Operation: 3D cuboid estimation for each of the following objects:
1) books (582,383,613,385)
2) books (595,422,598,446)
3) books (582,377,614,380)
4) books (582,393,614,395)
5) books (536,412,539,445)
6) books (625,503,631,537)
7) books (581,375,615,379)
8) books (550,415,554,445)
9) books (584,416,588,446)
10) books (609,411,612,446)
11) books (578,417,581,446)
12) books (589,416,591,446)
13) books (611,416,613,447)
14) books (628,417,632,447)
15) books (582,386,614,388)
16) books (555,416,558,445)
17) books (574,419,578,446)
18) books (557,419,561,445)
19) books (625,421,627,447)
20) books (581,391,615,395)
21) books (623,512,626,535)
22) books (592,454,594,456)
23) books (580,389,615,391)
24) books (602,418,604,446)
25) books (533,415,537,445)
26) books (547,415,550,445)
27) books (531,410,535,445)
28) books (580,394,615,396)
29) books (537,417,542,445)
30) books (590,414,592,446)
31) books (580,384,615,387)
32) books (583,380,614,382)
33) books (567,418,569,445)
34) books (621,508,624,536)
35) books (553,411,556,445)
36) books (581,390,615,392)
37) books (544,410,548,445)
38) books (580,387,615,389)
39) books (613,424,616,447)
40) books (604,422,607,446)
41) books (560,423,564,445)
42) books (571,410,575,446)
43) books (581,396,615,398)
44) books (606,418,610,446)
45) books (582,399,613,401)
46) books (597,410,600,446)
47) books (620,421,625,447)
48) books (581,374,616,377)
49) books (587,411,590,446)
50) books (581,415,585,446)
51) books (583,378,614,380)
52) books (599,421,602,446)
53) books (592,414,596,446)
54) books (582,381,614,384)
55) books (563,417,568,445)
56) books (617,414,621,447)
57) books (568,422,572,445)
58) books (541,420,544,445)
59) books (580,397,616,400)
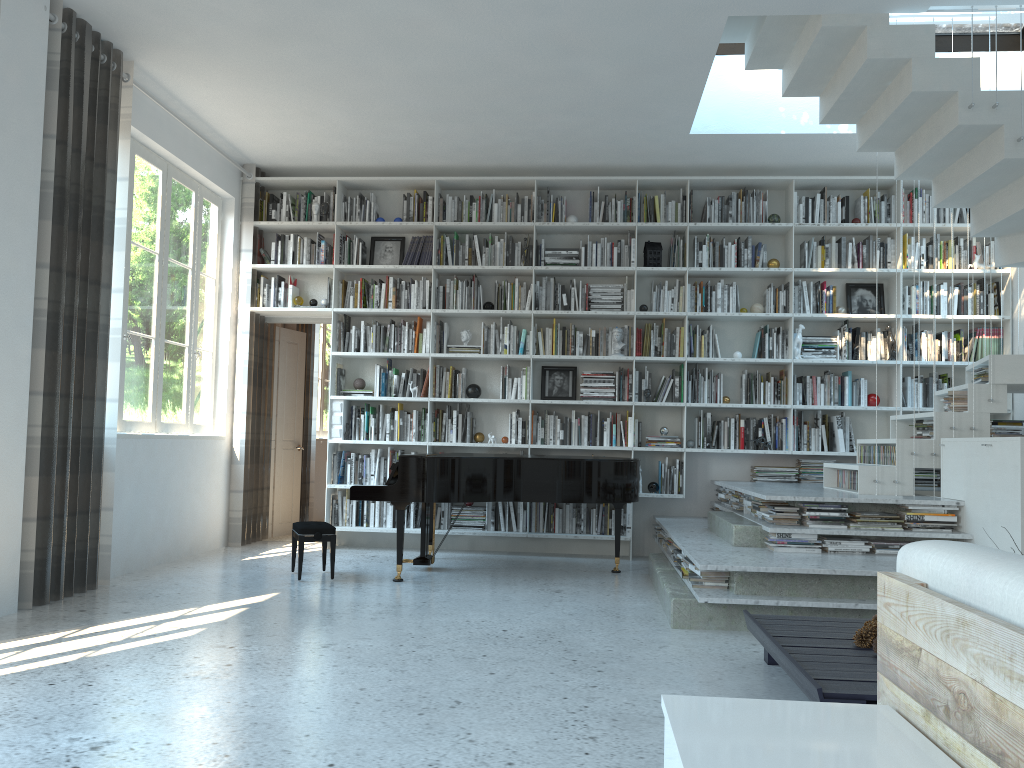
[{"bbox_3d":[0.720,0.004,7.425,0.254,0.012,0.161,1,-4,8],"label":"books"},{"bbox_3d":[0.704,0.418,7.406,0.021,0.202,0.128,1,-3,5],"label":"books"},{"bbox_3d":[0.721,-0.045,7.425,0.254,0.012,0.161,1,-4,1],"label":"books"},{"bbox_3d":[0.717,0.087,7.416,0.254,0.012,0.161,1,-4,0],"label":"books"},{"bbox_3d":[0.215,0.372,7.444,0.011,0.275,0.146,1,-3,5],"label":"books"},{"bbox_3d":[0.954,1.106,7.271,0.038,0.269,0.277,1,-3,5],"label":"books"},{"bbox_3d":[0.722,-0.057,7.430,0.285,0.012,0.159,1,-4,7],"label":"books"},{"bbox_3d":[0.335,0.389,7.428,0.027,0.245,0.179,1,-3,5],"label":"books"},{"bbox_3d":[0.617,0.394,7.400,0.026,0.245,0.191,1,-3,5],"label":"books"},{"bbox_3d":[0.819,0.374,7.396,0.014,0.293,0.137,1,-3,5],"label":"books"},{"bbox_3d":[0.565,0.398,7.416,0.031,0.237,0.159,1,-3,5],"label":"books"},{"bbox_3d":[0.651,0.392,7.415,0.011,0.251,0.158,1,-3,5],"label":"books"},{"bbox_3d":[0.833,0.394,7.402,0.014,0.256,0.145,1,-3,5],"label":"books"},{"bbox_3d":[0.978,0.399,7.361,0.033,0.246,0.176,1,-3,5],"label":"books"},{"bbox_3d":[0.719,0.028,7.419,0.254,0.012,0.161,1,-4,0],"label":"books"},{"bbox_3d":[0.373,0.391,7.440,0.021,0.244,0.141,1,-3,5],"label":"books"},{"bbox_3d":[0.539,0.406,7.425,0.025,0.220,0.140,1,-3,5],"label":"books"},{"bbox_3d":[0.393,0.403,7.415,0.023,0.217,0.174,1,-3,5],"label":"books"},{"bbox_3d":[0.945,0.414,7.369,0.011,0.216,0.166,1,-3,5],"label":"books"},{"bbox_3d":[0.719,0.076,7.428,0.285,0.012,0.159,1,-4,5],"label":"books"},{"bbox_3d":[0.928,1.153,7.340,0.023,0.181,0.149,1,-3,5],"label":"books"},{"bbox_3d":[0.662,0.734,7.317,0.013,0.303,0.181,1,-3,5],"label":"books"},{"bbox_3d":[0.719,0.052,7.424,0.285,0.012,0.159,1,-4,7],"label":"books"},{"bbox_3d":[0.758,0.402,7.400,0.014,0.235,0.154,1,-3,5],"label":"books"},{"bbox_3d":[0.196,0.388,7.452,0.029,0.243,0.154,1,-3,5],"label":"books"},{"bbox_3d":[0.311,0.388,7.448,0.024,0.247,0.132,1,-3,5],"label":"books"},{"bbox_3d":[0.176,0.367,7.458,0.012,0.285,0.159,1,-3,5],"label":"books"},{"bbox_3d":[0.717,0.099,7.415,0.285,0.012,0.159,1,-4,10],"label":"books"},{"bbox_3d":[0.233,0.392,7.431,0.027,0.234,0.167,1,-3,5],"label":"books"},{"bbox_3d":[0.661,0.387,7.403,0.010,0.261,0.181,1,-3,5],"label":"books"},{"bbox_3d":[0.720,0.015,7.419,0.285,0.012,0.159,1,-4,10],"label":"books"},{"bbox_3d":[0.720,-0.021,7.424,0.254,0.012,0.161,1,-4,1],"label":"books"},{"bbox_3d":[0.470,0.399,7.422,0.013,0.230,0.139,1,-3,5],"label":"books"},{"bbox_3d":[0.902,1.134,7.331,0.029,0.217,0.191,1,-3,5],"label":"books"},{"bbox_3d":[0.355,0.370,7.424,0.013,0.282,0.166,1,-3,5],"label":"books"},{"bbox_3d":[0.719,0.064,7.426,0.285,0.012,0.159,1,-4,6],"label":"books"},{"bbox_3d":[0.287,0.367,7.457,0.027,0.290,0.140,1,-3,5],"label":"books"},{"bbox_3d":[0.719,0.039,7.418,0.285,0.012,0.159,1,-4,10],"label":"books"},{"bbox_3d":[0.849,0.429,7.374,0.023,0.183,0.169,1,-3,5],"label":"books"},{"bbox_3d":[0.775,0.417,7.386,0.023,0.204,0.167,1,-3,5],"label":"books"},{"bbox_3d":[0.418,0.420,7.408,0.029,0.183,0.174,1,-3,5],"label":"books"},{"bbox_3d":[0.513,0.369,7.420,0.026,0.291,0.152,1,-3,5],"label":"books"},{"bbox_3d":[0.718,0.111,7.424,0.285,0.012,0.159,1,-4,4],"label":"books"},{"bbox_3d":[0.799,0.403,7.385,0.023,0.234,0.175,1,-3,5],"label":"books"},{"bbox_3d":[0.717,0.135,7.420,0.254,0.012,0.161,1,-4,7],"label":"books"},{"bbox_3d":[0.721,0.370,7.397,0.012,0.296,0.178,1,-3,5],"label":"books"},{"bbox_3d":[0.918,0.416,7.370,0.042,0.212,0.169,1,-3,5],"label":"books"},{"bbox_3d":[0.721,-0.070,7.424,0.285,0.012,0.159,1,-4,0],"label":"books"},{"bbox_3d":[0.640,0.375,7.423,0.014,0.286,0.134,1,-3,5],"label":"books"},{"bbox_3d":[0.594,0.390,7.429,0.025,0.254,0.136,1,-3,5],"label":"books"},{"bbox_3d":[0.721,-0.033,7.427,0.254,0.012,0.161,1,-4,2],"label":"books"},{"bbox_3d":[0.738,0.415,7.390,0.024,0.207,0.183,1,-3,5],"label":"books"},{"bbox_3d":[0.679,0.385,7.395,0.028,0.264,0.161,1,-3,5],"label":"books"},{"bbox_3d":[0.720,-0.008,7.425,0.254,0.012,0.161,1,-4,2],"label":"books"},{"bbox_3d":[0.448,0.394,7.414,0.029,0.237,0.166,1,-3,5],"label":"books"},{"bbox_3d":[0.886,0.386,7.385,0.026,0.272,0.175,1,-3,5],"label":"books"},{"bbox_3d":[0.486,0.415,7.407,0.023,0.196,0.165,1,-3,5],"label":"books"},{"bbox_3d":[0.259,0.406,7.440,0.024,0.208,0.170,1,-3,5],"label":"books"},{"bbox_3d":[0.717,0.122,7.413,0.285,0.012,0.159,1,-4,0],"label":"books"}]
